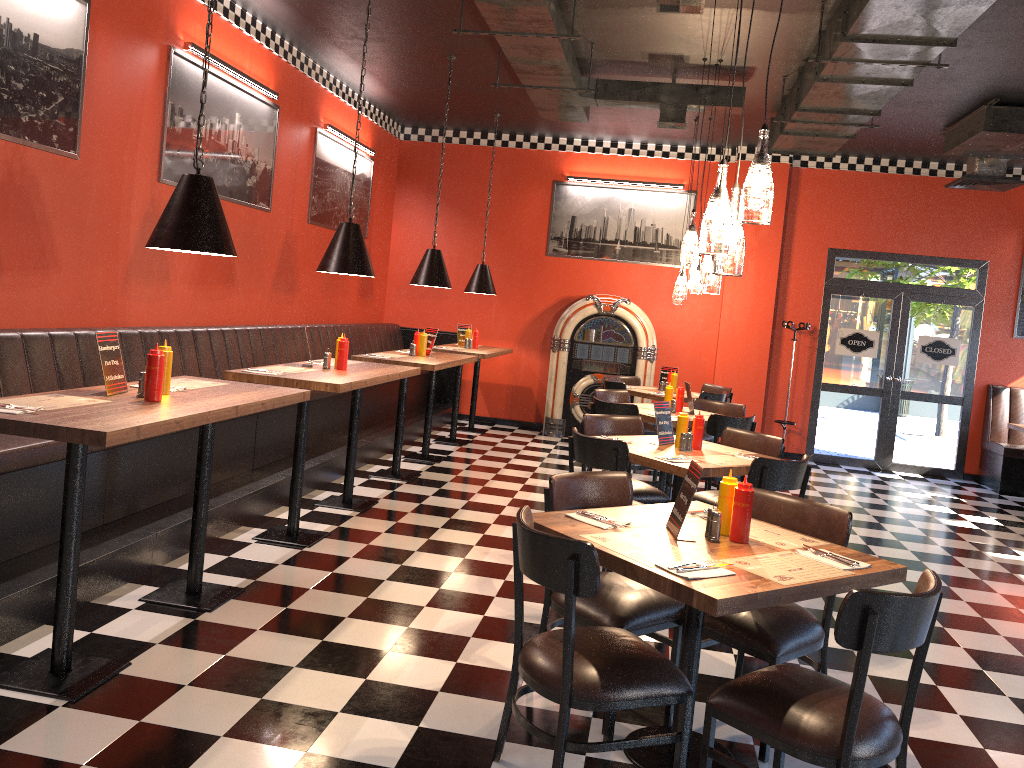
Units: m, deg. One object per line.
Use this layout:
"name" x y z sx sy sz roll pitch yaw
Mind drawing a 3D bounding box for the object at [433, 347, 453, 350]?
"object" -0.709 -0.379 9.362 0.255 0.019 0.158 6 5 6

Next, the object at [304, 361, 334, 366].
"object" -1.289 -0.144 6.103 0.255 0.019 0.158 6 5 6

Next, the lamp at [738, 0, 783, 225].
"lamp" 0.898 -1.509 2.892 0.108 1.962 0.108 6 3 1

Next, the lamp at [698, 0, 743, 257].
"lamp" 0.781 -1.414 2.972 0.108 1.962 0.109 5 3 -4

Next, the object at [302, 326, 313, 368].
"object" -1.337 -0.246 5.835 0.072 0.256 0.189 5 3 -12

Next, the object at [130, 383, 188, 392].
"object" -1.583 0.012 4.025 0.255 0.019 0.158 6 5 6

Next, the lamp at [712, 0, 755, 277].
"lamp" 0.851 -1.357 3.072 0.108 1.962 0.109 4 3 -34

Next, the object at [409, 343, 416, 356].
"object" -0.876 -0.316 7.825 0.046 0.136 0.094 4 4 -26

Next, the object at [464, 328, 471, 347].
"object" -0.501 -0.533 10.072 0.068 0.237 0.068 6 3 2

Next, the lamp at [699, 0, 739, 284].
"lamp" 1.265 -1.570 5.245 0.108 1.962 0.109 3 3 -39

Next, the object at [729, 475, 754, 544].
"object" 0.815 0.440 3.134 0.068 0.237 0.068 3 3 -38

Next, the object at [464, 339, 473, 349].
"object" -0.487 -0.468 9.954 0.093 0.136 0.047 5 3 -11

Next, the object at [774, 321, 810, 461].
"object" 3.267 0.088 10.459 0.375 1.655 0.374 7 3 32

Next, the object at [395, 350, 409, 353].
"object" -0.940 -0.295 8.168 0.255 0.019 0.158 6 5 6

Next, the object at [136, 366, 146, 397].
"object" -1.535 -0.014 3.717 0.047 0.136 0.094 6 3 0

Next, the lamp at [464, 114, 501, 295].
"lamp" -0.267 -2.052 10.122 0.381 2.040 0.383 3 3 -40

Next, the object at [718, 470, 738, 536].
"object" 0.784 0.429 3.222 0.068 0.237 0.068 7 3 24

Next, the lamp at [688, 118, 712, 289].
"lamp" 1.990 -1.972 9.273 0.109 1.962 0.108 8 3 41

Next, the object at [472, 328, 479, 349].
"object" -0.411 -0.522 10.047 0.068 0.237 0.068 6 3 2

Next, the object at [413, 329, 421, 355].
"object" -0.849 -0.376 7.940 0.068 0.237 0.068 6 3 4

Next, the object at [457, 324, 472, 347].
"object" -0.541 -0.554 10.163 0.188 0.256 0.072 3 3 -31

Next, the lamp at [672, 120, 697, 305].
"lamp" 1.850 -1.825 9.404 0.108 1.962 0.109 5 3 -9

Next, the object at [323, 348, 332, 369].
"object" -1.207 -0.167 5.792 0.047 0.136 0.094 5 3 -1

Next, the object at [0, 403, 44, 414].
"object" -1.747 0.081 3.079 0.255 0.019 0.158 6 5 6

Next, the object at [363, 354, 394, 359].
"object" -1.087 -0.228 7.260 0.255 0.019 0.158 6 5 6

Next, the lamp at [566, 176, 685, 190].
"lamp" 1.390 -2.476 10.895 1.445 0.056 0.081 6 4 9

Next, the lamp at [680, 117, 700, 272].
"lamp" 1.849 -1.873 9.278 0.108 1.962 0.109 3 3 -39

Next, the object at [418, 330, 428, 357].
"object" -0.790 -0.364 7.869 0.068 0.237 0.068 5 3 -2

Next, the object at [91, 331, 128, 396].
"object" -1.672 -0.088 3.702 0.072 0.256 0.189 6 3 0

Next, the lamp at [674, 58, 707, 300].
"lamp" 1.470 -1.667 7.216 0.108 1.962 0.108 6 3 21

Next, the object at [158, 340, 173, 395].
"object" -1.507 -0.073 3.829 0.068 0.237 0.068 5 3 -16

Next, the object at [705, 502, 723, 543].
"object" 0.713 0.483 3.128 0.047 0.136 0.094 5 3 -1

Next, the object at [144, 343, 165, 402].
"object" -1.456 -0.049 3.613 0.068 0.237 0.068 5 3 -16

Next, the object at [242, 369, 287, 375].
"object" -1.423 -0.072 5.145 0.255 0.019 0.158 6 5 6

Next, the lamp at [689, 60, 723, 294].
"lamp" 1.598 -1.713 7.207 0.108 1.962 0.109 5 3 -9

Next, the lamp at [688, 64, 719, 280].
"lamp" 1.610 -1.836 7.333 0.108 1.962 0.109 4 3 -34

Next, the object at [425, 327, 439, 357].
"object" -0.753 -0.380 7.976 0.072 0.256 0.189 3 4 -40

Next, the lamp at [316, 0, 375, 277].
"lamp" -0.989 -1.732 5.750 0.381 2.040 0.383 3 3 -40

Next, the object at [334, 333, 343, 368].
"object" -1.137 -0.221 5.886 0.068 0.237 0.068 6 3 18

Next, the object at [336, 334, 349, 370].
"object" -1.106 -0.210 5.798 0.068 0.237 0.068 7 3 29

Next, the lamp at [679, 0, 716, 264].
"lamp" 1.145 -1.694 5.240 0.108 1.962 0.109 5 3 -19

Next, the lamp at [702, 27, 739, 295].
"lamp" 1.253 -1.501 5.125 0.108 1.962 0.108 6 3 21

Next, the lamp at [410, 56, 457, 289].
"lamp" -0.632 -1.890 7.911 0.381 2.040 0.383 3 3 -40
